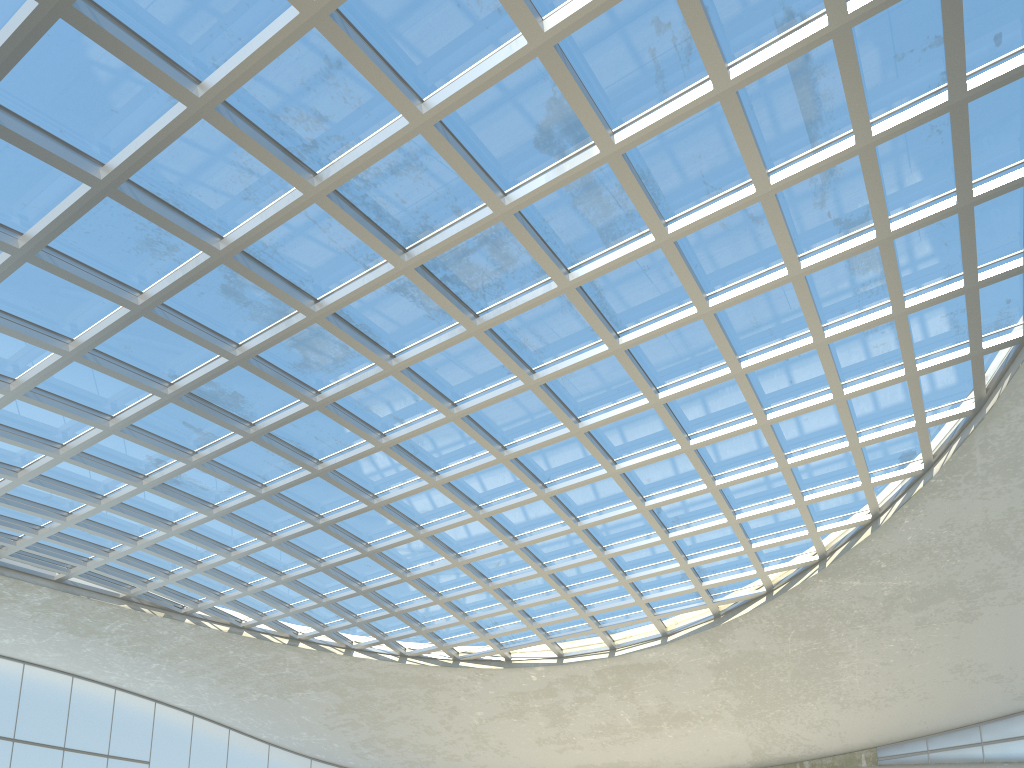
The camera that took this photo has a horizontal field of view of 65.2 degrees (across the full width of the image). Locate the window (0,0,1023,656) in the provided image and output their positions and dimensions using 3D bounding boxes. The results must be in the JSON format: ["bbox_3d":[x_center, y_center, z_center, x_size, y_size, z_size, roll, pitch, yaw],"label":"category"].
[{"bbox_3d":[-10.059,6.393,49.093,81.185,9.736,87.970,-19,-39,26],"label":"window"}]
